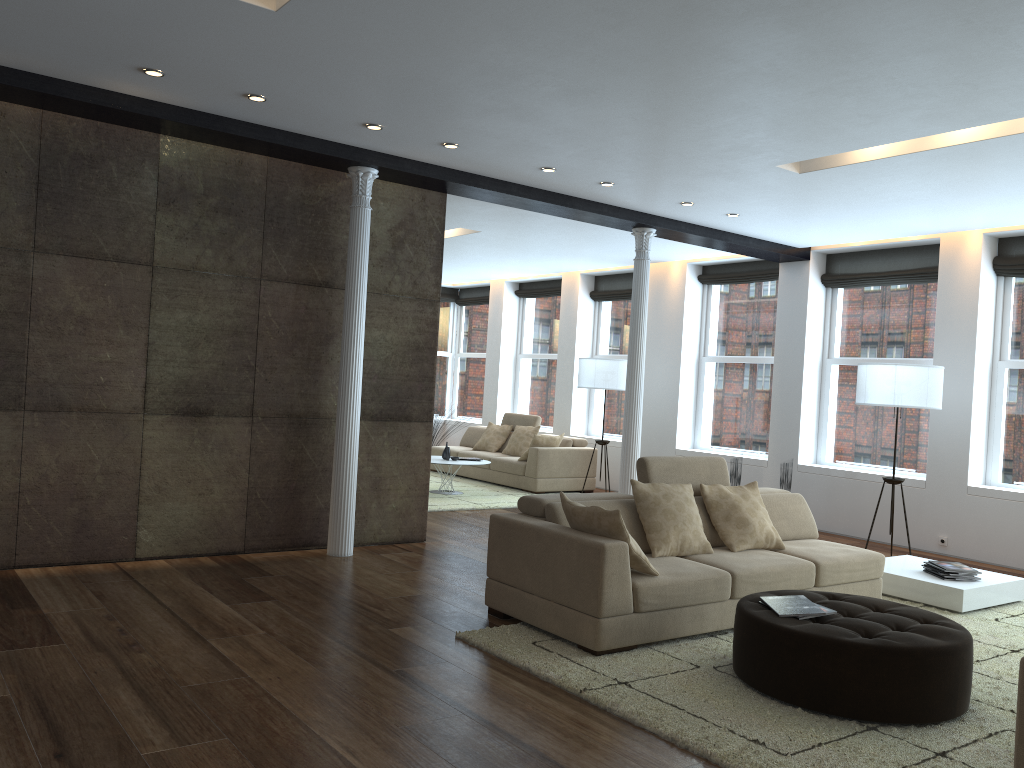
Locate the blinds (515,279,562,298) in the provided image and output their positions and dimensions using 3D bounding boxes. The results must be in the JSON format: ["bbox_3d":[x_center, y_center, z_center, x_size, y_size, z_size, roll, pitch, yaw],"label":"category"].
[{"bbox_3d":[0.529,-1.482,13.783,0.156,0.275,1.442,3,0,-36],"label":"blinds"}]

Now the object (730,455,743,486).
[{"bbox_3d":[2.337,1.113,9.306,0.458,0.781,0.458,3,0,-37],"label":"object"}]

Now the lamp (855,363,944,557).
[{"bbox_3d":[3.357,0.697,7.784,0.698,1.728,0.698,3,0,-13],"label":"lamp"}]

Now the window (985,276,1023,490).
[{"bbox_3d":[4.958,-0.142,7.772,0.123,2.400,1.442,3,0,-36],"label":"window"}]

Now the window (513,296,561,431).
[{"bbox_3d":[0.513,-0.407,13.821,0.123,2.400,1.444,3,0,-36],"label":"window"}]

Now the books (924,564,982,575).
[{"bbox_3d":[3.110,1.306,6.261,0.220,0.010,0.300,3,0,-21],"label":"books"}]

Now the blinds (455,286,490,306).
[{"bbox_3d":[-0.548,-1.520,15.245,0.156,0.327,1.377,3,0,-36],"label":"blinds"}]

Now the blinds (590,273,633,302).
[{"bbox_3d":[1.586,-1.359,12.340,0.156,0.393,1.342,3,0,-36],"label":"blinds"}]

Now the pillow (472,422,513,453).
[{"bbox_3d":[-0.260,0.754,12.553,0.368,0.416,0.519,3,0,-41],"label":"pillow"}]

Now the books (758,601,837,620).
[{"bbox_3d":[1.360,1.067,4.234,0.219,0.031,0.300,3,0,-21],"label":"books"}]

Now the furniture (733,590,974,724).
[{"bbox_3d":[1.598,1.259,4.220,1.057,0.355,1.057,3,0,-34],"label":"furniture"}]

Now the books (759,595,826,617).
[{"bbox_3d":[1.334,1.058,4.233,0.220,0.040,0.301,3,0,-1],"label":"books"}]

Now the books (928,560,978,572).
[{"bbox_3d":[3.111,1.287,6.261,0.220,0.010,0.300,3,0,4],"label":"books"}]

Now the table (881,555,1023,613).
[{"bbox_3d":[3.053,1.441,6.447,0.900,0.170,0.900,3,0,-36],"label":"table"}]

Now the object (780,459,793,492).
[{"bbox_3d":[2.788,1.141,9.059,0.458,0.781,0.458,3,0,-37],"label":"object"}]

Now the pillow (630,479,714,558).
[{"bbox_3d":[0.981,0.814,5.425,0.534,0.439,0.301,3,0,-33],"label":"pillow"}]

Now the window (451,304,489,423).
[{"bbox_3d":[0.712,0.220,23.893,34.761,17.917,13.698,3,0,-36],"label":"window"}]

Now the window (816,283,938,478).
[{"bbox_3d":[3.871,-0.206,9.251,0.123,2.400,1.432,3,0,-36],"label":"window"}]

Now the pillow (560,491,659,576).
[{"bbox_3d":[0.510,0.807,4.783,0.395,0.393,0.518,3,0,-33],"label":"pillow"}]

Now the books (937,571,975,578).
[{"bbox_3d":[3.109,1.325,6.261,0.220,0.010,0.300,3,0,14],"label":"books"}]

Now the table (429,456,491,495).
[{"bbox_3d":[-0.771,1.101,10.571,1.022,0.393,1.022,3,0,8],"label":"table"}]

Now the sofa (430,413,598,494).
[{"bbox_3d":[-0.047,0.886,12.255,1.018,0.950,2.581,3,0,-36],"label":"sofa"}]

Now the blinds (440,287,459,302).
[{"bbox_3d":[-1.526,-1.586,15.379,1.442,0.312,0.155,3,0,-36],"label":"blinds"}]

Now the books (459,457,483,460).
[{"bbox_3d":[-0.529,0.905,10.748,0.300,0.010,0.220,3,0,-21],"label":"books"}]

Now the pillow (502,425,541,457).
[{"bbox_3d":[0.121,0.766,12.058,0.301,0.439,0.534,3,0,-40],"label":"pillow"}]

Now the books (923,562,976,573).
[{"bbox_3d":[3.085,1.294,6.260,0.220,0.010,0.300,3,0,-1],"label":"books"}]

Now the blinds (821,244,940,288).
[{"bbox_3d":[3.869,-1.222,9.206,0.183,0.395,1.431,3,0,-36],"label":"blinds"}]

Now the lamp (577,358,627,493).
[{"bbox_3d":[1.114,0.562,10.835,0.698,1.728,0.698,3,0,-13],"label":"lamp"}]

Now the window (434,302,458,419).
[{"bbox_3d":[-1.629,-0.535,15.457,1.474,2.400,0.123,3,0,-36],"label":"window"}]

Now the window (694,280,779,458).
[{"bbox_3d":[2.799,-0.270,10.710,0.123,2.400,1.391,3,0,-36],"label":"window"}]

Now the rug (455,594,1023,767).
[{"bbox_3d":[2.281,1.488,4.761,4.231,0.020,2.972,3,0,-36],"label":"rug"}]

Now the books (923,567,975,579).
[{"bbox_3d":[3.083,1.333,6.260,0.220,0.010,0.300,3,0,-1],"label":"books"}]

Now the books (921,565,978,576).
[{"bbox_3d":[3.084,1.314,6.260,0.220,0.010,0.300,3,0,-11],"label":"books"}]

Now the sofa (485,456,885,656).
[{"bbox_3d":[1.186,0.956,5.565,2.581,0.950,1.021,3,0,-36],"label":"sofa"}]

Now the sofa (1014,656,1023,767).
[{"bbox_3d":[2.930,1.060,3.192,2.581,0.950,1.021,3,0,-36],"label":"sofa"}]

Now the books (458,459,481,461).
[{"bbox_3d":[-0.529,0.914,10.723,0.300,0.010,0.220,3,0,-1],"label":"books"}]

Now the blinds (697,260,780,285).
[{"bbox_3d":[2.813,-1.346,10.674,0.156,0.275,1.396,3,0,-36],"label":"blinds"}]

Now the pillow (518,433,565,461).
[{"bbox_3d":[0.378,0.804,11.304,0.518,0.393,0.395,3,0,-40],"label":"pillow"}]

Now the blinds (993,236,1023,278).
[{"bbox_3d":[4.970,-1.151,7.735,0.156,0.424,1.439,3,0,-36],"label":"blinds"}]

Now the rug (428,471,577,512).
[{"bbox_3d":[-1.104,1.287,11.520,2.972,0.020,4.231,3,0,-36],"label":"rug"}]

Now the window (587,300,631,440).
[{"bbox_3d":[1.575,-0.343,12.376,0.123,2.400,1.345,3,0,-36],"label":"window"}]

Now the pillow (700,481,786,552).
[{"bbox_3d":[1.490,0.856,5.785,0.519,0.416,0.368,3,0,-32],"label":"pillow"}]

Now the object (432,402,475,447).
[{"bbox_3d":[-1.287,0.762,13.589,1.125,1.014,1.119,3,0,40],"label":"object"}]

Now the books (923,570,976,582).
[{"bbox_3d":[3.082,1.352,6.260,0.220,0.010,0.300,3,0,-1],"label":"books"}]

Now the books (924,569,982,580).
[{"bbox_3d":[3.108,1.344,6.261,0.220,0.010,0.300,3,0,-16],"label":"books"}]
